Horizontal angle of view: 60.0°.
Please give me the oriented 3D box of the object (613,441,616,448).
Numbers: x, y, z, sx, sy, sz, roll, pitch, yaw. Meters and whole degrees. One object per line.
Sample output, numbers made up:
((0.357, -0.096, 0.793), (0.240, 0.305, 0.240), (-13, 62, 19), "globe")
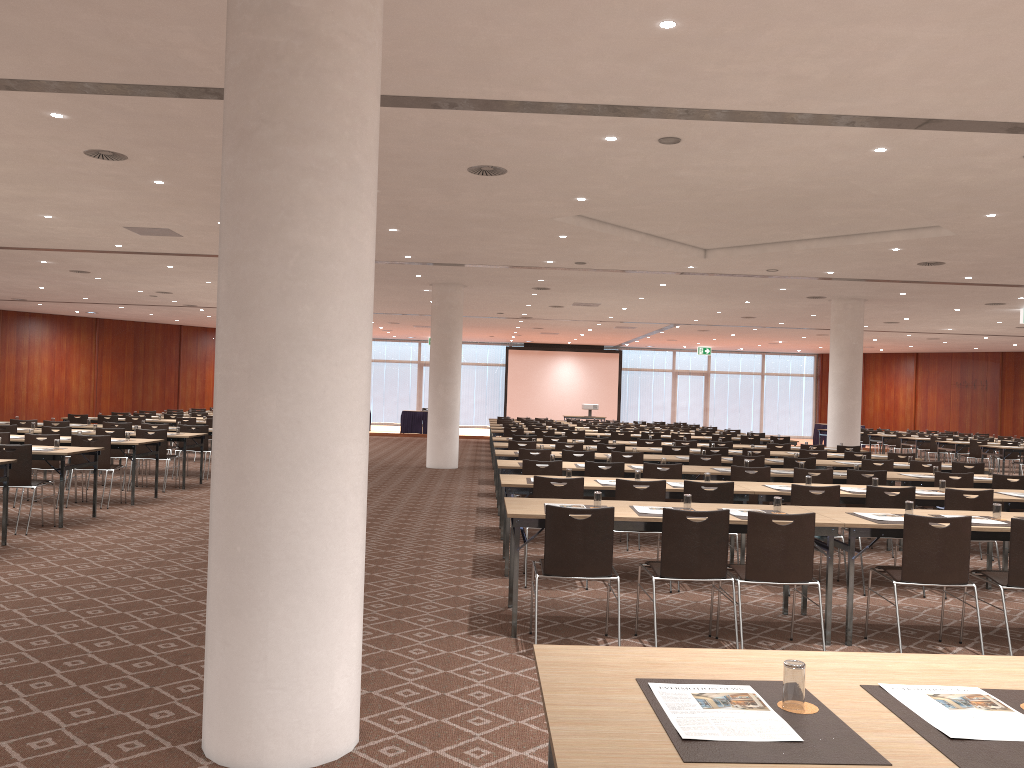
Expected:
((1.658, 0.975, 14.368), (0.054, 0.114, 0.054), (2, 0, 9), "object")

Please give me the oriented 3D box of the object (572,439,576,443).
((1.002, 0.953, 14.359), (0.054, 0.114, 0.054), (2, 0, 9), "object")

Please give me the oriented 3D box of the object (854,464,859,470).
((4.053, 0.998, 10.440), (0.054, 0.114, 0.054), (2, 0, 32), "object")

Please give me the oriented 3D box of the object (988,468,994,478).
((5.671, 1.052, 10.499), (0.054, 0.114, 0.054), (2, 0, -36), "object")

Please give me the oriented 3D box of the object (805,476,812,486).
((2.809, 0.929, 8.399), (0.054, 0.114, 0.054), (2, 0, -13), "object")

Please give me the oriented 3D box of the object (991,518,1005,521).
((3.530, 0.982, 6.431), (0.102, 0.001, 0.102), (2, -1, -36), "object")

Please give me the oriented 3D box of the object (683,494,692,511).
((1.260, 0.849, 6.366), (0.054, 0.114, 0.054), (2, 0, 32), "object")

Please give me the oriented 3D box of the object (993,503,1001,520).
((3.513, 0.924, 6.423), (0.054, 0.114, 0.054), (2, 0, -36), "object")

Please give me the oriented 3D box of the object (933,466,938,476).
((5.008, 1.030, 10.483), (0.054, 0.114, 0.054), (2, 0, 9), "object")

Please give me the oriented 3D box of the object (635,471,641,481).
((1.185, 0.875, 8.365), (0.054, 0.114, 0.054), (2, 0, 9), "object")

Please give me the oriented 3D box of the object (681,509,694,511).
((1.253, 0.907, 6.360), (0.102, 0.001, 0.102), (2, -1, -36), "object")

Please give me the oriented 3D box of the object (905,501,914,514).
((2.867, 0.903, 6.400), (0.054, 0.114, 0.054), (2, 0, -36), "object")

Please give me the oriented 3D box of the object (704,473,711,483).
((1.845, 0.897, 8.372), (0.054, 0.114, 0.054), (2, 0, 32), "object")

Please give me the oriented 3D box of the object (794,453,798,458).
((3.984, 1.024, 12.440), (0.054, 0.114, 0.054), (2, 0, 32), "object")

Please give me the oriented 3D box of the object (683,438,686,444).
((3.200, 1.054, 16.423), (0.054, 0.114, 0.054), (2, 0, -13), "object")

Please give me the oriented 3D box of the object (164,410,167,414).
((-9.199, 0.747, 23.534), (0.054, 0.114, 0.054), (2, 0, -36), "object")

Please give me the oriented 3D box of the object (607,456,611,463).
((1.133, 0.901, 10.358), (0.054, 0.114, 0.054), (2, 0, -36), "object")

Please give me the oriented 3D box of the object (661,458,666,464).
((1.775, 0.923, 10.376), (0.054, 0.114, 0.054), (2, 0, -36), "object")

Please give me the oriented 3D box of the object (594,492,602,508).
((0.611, 0.828, 6.331), (0.054, 0.114, 0.054), (2, 0, -36), "object")

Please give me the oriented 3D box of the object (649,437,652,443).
((2.562, 1.033, 16.407), (0.054, 0.114, 0.054), (2, 0, -13), "object")

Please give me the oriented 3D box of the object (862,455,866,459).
((4.956, 1.056, 12.484), (0.054, 0.114, 0.054), (2, 0, -36), "object")

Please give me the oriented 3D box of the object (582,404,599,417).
((2.913, 0.981, 33.099), (0.576, 0.472, 0.614), (2, -1, -2), "object")

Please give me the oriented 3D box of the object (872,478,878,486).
((3.455, 0.951, 8.438), (0.054, 0.114, 0.054), (2, 0, -13), "object")

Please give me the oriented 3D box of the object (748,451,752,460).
((3.329, 1.002, 12.423), (0.054, 0.114, 0.054), (2, 0, -13), "object")

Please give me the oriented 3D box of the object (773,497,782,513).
((1.912, 0.871, 6.387), (0.054, 0.114, 0.054), (2, 0, -36), "object")

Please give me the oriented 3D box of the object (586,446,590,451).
((1.056, 0.927, 12.361), (0.054, 0.114, 0.054), (2, 0, -13), "object")

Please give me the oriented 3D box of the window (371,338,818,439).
((2.347, 0.184, 39.926), (22.961, 3.872, 0.217), (2, 0, -2), "window")

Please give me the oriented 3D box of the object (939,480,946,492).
((4.105, 0.972, 8.455), (0.054, 0.114, 0.054), (2, 0, -13), "object")

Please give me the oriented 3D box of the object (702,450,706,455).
((2.684, 0.981, 12.410), (0.054, 0.114, 0.054), (2, 0, -13), "object")

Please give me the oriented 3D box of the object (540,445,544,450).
((0.412, 0.905, 12.342), (0.054, 0.114, 0.054), (2, 0, -13), "object")

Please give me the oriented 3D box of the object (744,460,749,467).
((2.747, 0.955, 10.398), (0.054, 0.114, 0.054), (2, 0, 32), "object")

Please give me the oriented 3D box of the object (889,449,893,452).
((6.196, 1.126, 14.511), (0.054, 0.114, 0.054), (2, 0, 32), "object")

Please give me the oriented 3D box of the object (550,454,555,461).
((0.472, 0.879, 10.345), (0.054, 0.114, 0.054), (2, 0, 32), "object")

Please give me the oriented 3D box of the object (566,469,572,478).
((0.534, 0.853, 8.330), (0.054, 0.114, 0.054), (2, 0, -13), "object")

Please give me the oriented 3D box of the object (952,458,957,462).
((6.250, 1.099, 12.522), (0.054, 0.114, 0.054), (2, 0, -13), "object")

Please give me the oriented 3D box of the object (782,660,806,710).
((0.728, 0.775, 2.288), (0.054, 0.114, 0.054), (2, 0, -36), "object")

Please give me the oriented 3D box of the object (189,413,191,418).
((-7.837, 0.764, 21.584), (0.054, 0.114, 0.054), (2, 0, 32), "object")

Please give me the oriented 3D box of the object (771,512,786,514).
((1.917, 0.929, 6.373), (0.102, 0.001, 0.102), (2, -1, -36), "object")

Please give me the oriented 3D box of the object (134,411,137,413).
((-9.146, 0.721, 21.542), (0.054, 0.114, 0.054), (2, 0, 32), "object")

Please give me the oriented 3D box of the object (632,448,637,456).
((1.708, 0.948, 12.373), (0.054, 0.114, 0.054), (2, 0, -36), "object")

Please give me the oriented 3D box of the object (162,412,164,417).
((-8.487, 0.742, 21.566), (0.054, 0.114, 0.054), (2, 0, 32), "object")

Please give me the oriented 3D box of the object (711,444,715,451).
((3.273, 1.028, 14.427), (0.054, 0.114, 0.054), (2, 0, 32), "object")

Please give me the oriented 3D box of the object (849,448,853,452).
((5.542, 1.104, 14.490), (0.054, 0.114, 0.054), (2, 0, -36), "object")

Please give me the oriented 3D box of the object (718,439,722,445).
((3.856, 1.076, 16.440), (0.054, 0.114, 0.054), (2, 0, -13), "object")

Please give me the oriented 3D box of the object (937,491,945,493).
((4.107, 1.029, 8.448), (0.102, 0.001, 0.102), (1, -1, 32), "object")

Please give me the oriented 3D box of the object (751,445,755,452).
((3.922, 1.050, 14.443), (0.054, 0.114, 0.054), (2, 0, 32), "object")

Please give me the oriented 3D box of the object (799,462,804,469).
((3.405, 0.977, 10.424), (0.054, 0.114, 0.054), (2, 0, 32), "object")

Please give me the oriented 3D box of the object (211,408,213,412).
((-9.328, 0.799, 27.541), (0.054, 0.114, 0.054), (2, 0, -36), "object")

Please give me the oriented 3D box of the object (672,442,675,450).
((2.627, 1.007, 14.411), (0.054, 0.114, 0.054), (2, 0, 32), "object")

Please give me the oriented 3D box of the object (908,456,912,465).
((5.609, 1.078, 12.490), (0.054, 0.114, 0.054), (2, 0, -36), "object")

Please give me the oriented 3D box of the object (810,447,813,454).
((4.889, 1.082, 14.475), (0.054, 0.114, 0.054), (2, 0, -36), "object")

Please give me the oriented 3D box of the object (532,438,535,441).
((0.350, 0.931, 14.343), (0.054, 0.114, 0.054), (2, 0, 32), "object")

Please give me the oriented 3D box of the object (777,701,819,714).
((0.737, 0.833, 2.286), (0.102, 0.001, 0.102), (2, -1, -36), "object")

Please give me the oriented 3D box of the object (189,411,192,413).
((-8.546, 0.769, 23.564), (0.054, 0.114, 0.054), (2, 0, -36), "object")
